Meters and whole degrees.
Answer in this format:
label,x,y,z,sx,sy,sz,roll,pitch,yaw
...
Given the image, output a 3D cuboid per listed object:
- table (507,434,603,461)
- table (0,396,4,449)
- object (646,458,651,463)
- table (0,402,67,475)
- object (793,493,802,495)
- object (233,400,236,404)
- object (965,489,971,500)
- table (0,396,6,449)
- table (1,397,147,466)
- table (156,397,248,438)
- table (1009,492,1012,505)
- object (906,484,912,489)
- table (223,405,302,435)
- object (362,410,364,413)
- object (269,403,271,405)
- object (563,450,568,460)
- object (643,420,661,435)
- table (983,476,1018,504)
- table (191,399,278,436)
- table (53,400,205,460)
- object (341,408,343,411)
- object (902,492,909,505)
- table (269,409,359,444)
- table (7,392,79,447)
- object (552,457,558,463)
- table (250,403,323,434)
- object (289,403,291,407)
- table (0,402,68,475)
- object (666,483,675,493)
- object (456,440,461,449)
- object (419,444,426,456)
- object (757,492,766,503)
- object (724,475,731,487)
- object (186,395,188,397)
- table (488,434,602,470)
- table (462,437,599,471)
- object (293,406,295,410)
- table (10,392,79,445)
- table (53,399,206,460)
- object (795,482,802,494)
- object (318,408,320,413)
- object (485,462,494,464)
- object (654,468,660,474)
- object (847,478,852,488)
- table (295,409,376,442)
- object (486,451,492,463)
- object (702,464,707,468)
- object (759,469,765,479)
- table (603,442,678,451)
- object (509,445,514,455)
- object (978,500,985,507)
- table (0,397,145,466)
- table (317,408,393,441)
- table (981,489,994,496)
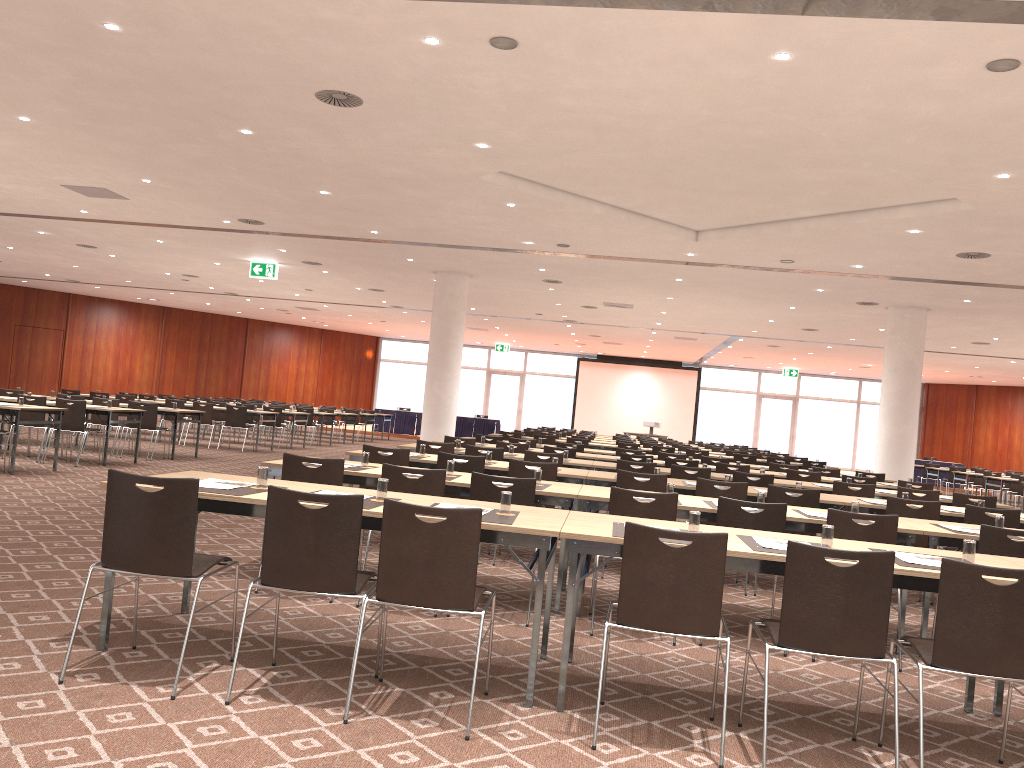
label,x,y,z,sx,sy,sz,roll,pitch,yaw
table,0.888,1.619,20.075,2.267,0.833,0.953,5,-1,7
table,-9.137,0.504,13.708,2.267,0.833,0.953,5,-1,7
object,1.604,0.930,10.403,0.054,0.114,0.054,5,-1,-5
table,-7.120,0.627,11.457,2.267,0.833,0.953,5,-1,7
object,2.666,1.025,8.251,0.102,0.001,0.102,5,-2,-5
object,-7.198,0.472,23.009,0.054,0.114,0.054,6,-1,-27
object,5.135,1.246,9.987,0.054,0.114,0.054,5,-1,-5
table,-9.137,0.504,13.708,2.267,0.833,0.953,5,-1,7
table,-6.891,0.705,13.443,2.267,0.833,0.953,5,-1,7
table,-8.050,0.875,23.141,2.267,0.833,0.953,5,-1,7
table,15.073,3.065,24.443,2.267,0.833,0.953,5,-1,7
object,4.499,1.189,10.051,0.054,0.114,0.054,6,-1,-27
table,-7.592,1.032,27.113,2.267,0.833,0.953,5,-1,7
object,-4.504,0.829,26.719,0.054,0.114,0.054,5,-1,-5
object,-6.253,0.556,22.898,0.054,0.114,0.054,5,-1,-5
object,0.637,0.843,10.511,0.054,0.114,0.054,6,-1,-27
object,4.855,1.519,30.834,0.576,0.472,0.614,5,-1,7
table,12.370,2.707,20.735,2.267,0.833,0.953,5,-1,7
table,-7.821,0.953,25.127,2.267,0.833,0.953,5,-1,7
table,-6.662,0.783,15.429,2.267,0.833,0.953,5,-1,7
object,-5.145,0.771,26.793,0.054,0.114,0.054,5,-1,-5
object,3.615,1.052,8.155,0.054,0.114,0.054,5,-1,18
table,-5.576,1.155,24.863,2.267,0.833,0.953,5,-1,7
table,-8.908,0.582,15.694,2.267,0.833,0.953,5,-1,7
object,0.413,0.765,8.526,0.054,0.114,0.054,6,-1,-27
table,-7.363,1.110,29.099,2.267,0.833,0.953,5,-1,7
object,-6.751,0.627,26.990,0.054,0.114,0.054,6,-1,-27
table,-7.120,0.627,11.457,2.267,0.833,0.953,5,-1,7
object,1.144,0.773,6.419,0.054,0.114,0.054,5,-1,-5
object,-0.645,0.728,10.671,0.054,0.114,0.054,5,-1,-5
object,-0.876,0.650,8.687,0.054,0.114,0.054,4,-2,40
object,1.787,0.831,6.362,0.054,0.114,0.054,5,-1,-5
object,2.026,0.910,8.333,0.054,0.114,0.054,4,-2,40
object,-8.491,0.356,23.157,0.054,0.114,0.054,6,-1,-27
table,0.659,1.541,18.089,2.267,0.833,0.953,5,-1,7
table,0.259,1.404,14.614,2.267,0.833,0.953,5,-1,7
object,-5.613,0.614,22.816,0.054,0.114,0.054,5,-1,-5
table,-8.908,0.582,15.694,2.267,0.833,0.953,5,-1,7
table,-6.662,0.783,15.429,2.267,0.833,0.953,5,-1,7
object,2.667,0.967,8.253,0.054,0.114,0.054,4,-2,40
object,-4.952,0.673,22.744,0.054,0.114,0.054,5,-1,-5
object,-0.225,0.765,8.592,0.102,0.001,0.102,5,-2,-5
object,1.374,0.851,8.404,0.054,0.114,0.054,4,-2,40
object,3.854,1.132,10.141,0.054,0.114,0.054,6,-1,-27
table,-5.347,1.233,26.849,2.267,0.833,0.953,5,-1,7
object,-0.223,0.708,8.603,0.054,0.114,0.054,6,-1,-27
object,2.242,0.987,10.321,0.054,0.114,0.054,5,-1,-5
object,2.890,1.045,10.241,0.054,0.114,0.054,4,-2,40
table,3.133,1.821,19.811,2.267,0.833,0.953,5,-1,7
object,-0.007,0.785,10.595,0.054,0.114,0.054,5,-1,-5
object,4.271,1.111,8.072,0.054,0.114,0.054,6,-1,-27
table,-6.891,0.705,13.443,2.267,0.833,0.953,5,-1,7
table,-5.118,1.311,28.835,2.267,0.833,0.953,5,-1,7
table,15.302,3.143,26.429,2.267,0.833,0.953,5,-1,7
